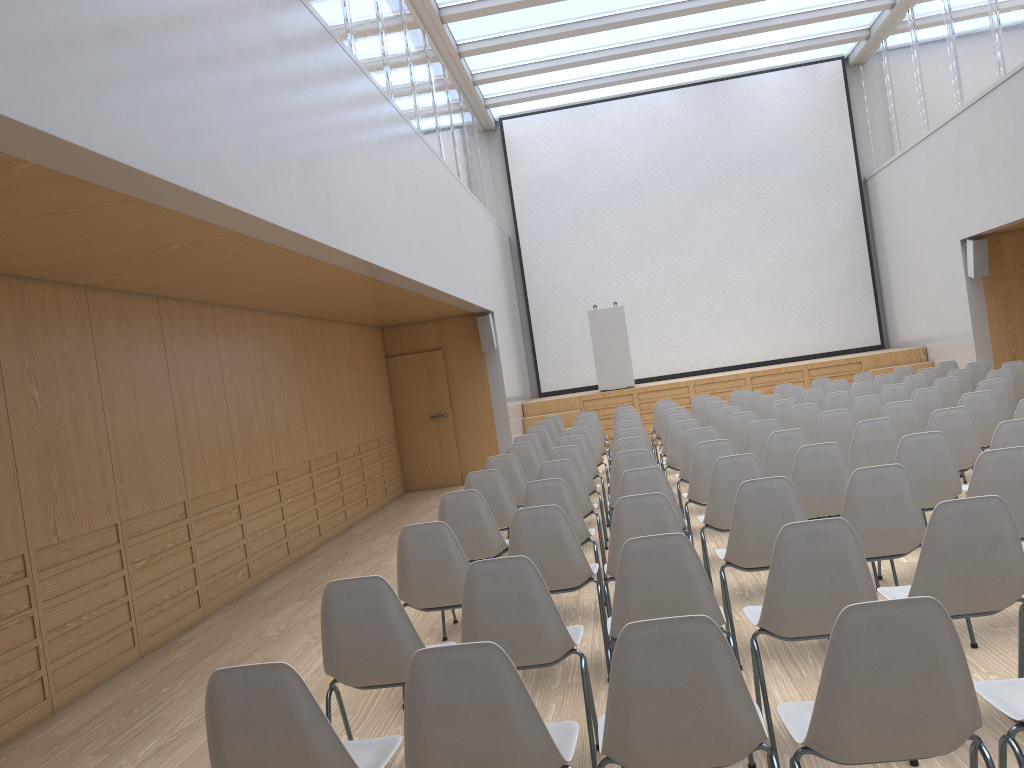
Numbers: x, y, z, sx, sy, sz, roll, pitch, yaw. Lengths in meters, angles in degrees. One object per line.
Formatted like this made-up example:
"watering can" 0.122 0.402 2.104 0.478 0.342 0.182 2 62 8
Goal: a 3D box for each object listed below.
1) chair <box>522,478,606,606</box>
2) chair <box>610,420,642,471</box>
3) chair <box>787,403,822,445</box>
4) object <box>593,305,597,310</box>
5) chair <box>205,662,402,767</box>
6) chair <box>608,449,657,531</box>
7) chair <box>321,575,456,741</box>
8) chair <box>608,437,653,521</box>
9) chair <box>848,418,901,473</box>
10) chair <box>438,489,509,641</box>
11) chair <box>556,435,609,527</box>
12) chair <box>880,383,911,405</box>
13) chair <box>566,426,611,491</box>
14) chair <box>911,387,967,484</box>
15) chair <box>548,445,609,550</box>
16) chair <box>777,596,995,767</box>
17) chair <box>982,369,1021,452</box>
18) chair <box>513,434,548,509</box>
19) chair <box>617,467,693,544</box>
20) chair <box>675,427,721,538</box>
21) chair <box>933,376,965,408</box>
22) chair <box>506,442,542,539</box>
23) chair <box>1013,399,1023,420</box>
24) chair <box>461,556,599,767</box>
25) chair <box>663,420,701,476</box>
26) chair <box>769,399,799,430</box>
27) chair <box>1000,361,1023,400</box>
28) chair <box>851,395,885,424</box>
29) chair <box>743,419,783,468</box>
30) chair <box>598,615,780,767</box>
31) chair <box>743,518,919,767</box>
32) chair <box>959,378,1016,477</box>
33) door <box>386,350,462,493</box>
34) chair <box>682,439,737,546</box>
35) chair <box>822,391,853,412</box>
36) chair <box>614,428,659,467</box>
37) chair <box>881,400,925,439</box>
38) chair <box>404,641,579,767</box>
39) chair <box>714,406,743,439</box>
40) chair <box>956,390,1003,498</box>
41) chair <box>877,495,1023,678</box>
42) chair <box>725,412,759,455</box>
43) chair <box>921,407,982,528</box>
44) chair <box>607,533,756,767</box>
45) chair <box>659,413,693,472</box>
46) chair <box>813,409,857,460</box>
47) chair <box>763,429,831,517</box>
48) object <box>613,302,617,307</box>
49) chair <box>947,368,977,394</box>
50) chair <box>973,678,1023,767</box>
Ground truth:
"chair" 0.280 0.981 5.402 0.479 0.876 0.505 -8 1 7
"chair" 1.257 0.802 9.293 0.479 0.876 0.505 -8 1 7
"chair" 2.691 0.606 8.131 0.479 0.876 0.505 -8 1 7
"object" 1.439 -1.200 15.039 0.166 0.305 0.252 -9 1 -21
"chair" -0.569 1.132 2.484 0.479 0.876 0.505 -8 1 7
"chair" 0.913 0.880 6.332 0.479 0.876 0.505 -8 1 7
"chair" -0.465 1.108 3.378 0.479 0.876 0.505 -8 1 7
"chair" 1.021 0.855 7.308 0.479 0.876 0.505 -8 1 7
"chair" 2.474 0.657 6.084 0.479 0.876 0.505 -8 1 7
"chair" -0.215 1.052 5.443 0.479 0.876 0.505 -8 1 7
"chair" 0.623 0.903 8.363 0.479 0.876 0.505 -8 1 7
"chair" 3.851 0.429 8.979 0.479 0.876 0.505 -8 1 7
"chair" 0.767 0.872 9.370 0.479 0.876 0.505 -8 1 7
"chair" 3.700 0.461 7.971 0.479 0.876 0.505 -8 1 7
"chair" 0.505 0.929 7.388 0.479 0.876 0.505 -8 1 7
"chair" 0.946 0.915 2.263 0.479 0.876 0.505 -8 1 7
"chair" 4.841 0.287 8.888 0.479 0.876 0.505 -8 1 7
"chair" 0.225 0.951 9.377 0.479 0.876 0.505 -8 1 7
"chair" 0.824 0.903 5.277 0.479 0.876 0.505 -8 1 7
"chair" 1.583 0.774 7.268 0.479 0.876 0.505 -8 1 7
"chair" 4.334 0.360 8.901 0.479 0.876 0.505 -8 1 7
"chair" 0.157 0.969 8.447 0.479 0.876 0.505 -8 1 7
"chair" 3.484 0.511 5.983 0.479 0.876 0.505 -8 1 7
"chair" 0.043 1.035 3.358 0.479 0.876 0.505 -8 1 7
"chair" 1.644 0.756 8.239 0.479 0.876 0.505 -8 1 7
"chair" 2.795 0.581 9.066 0.479 0.876 0.505 -8 1 7
"chair" 5.480 0.186 9.789 0.479 0.876 0.505 -8 1 7
"chair" 3.215 0.530 8.049 0.479 0.876 0.505 -8 1 7
"chair" 2.044 0.709 7.143 0.479 0.876 0.505 -8 1 7
"chair" 0.459 0.984 2.370 0.479 0.876 0.505 -8 1 7
"chair" 1.103 0.883 3.230 0.479 0.876 0.505 -8 1 7
"chair" 4.224 0.386 7.887 0.479 0.876 0.505 -8 1 7
"door" -1.313 0.558 13.117 0.873 2.024 0.108 -8 1 7
"chair" 1.440 0.805 6.209 0.479 0.876 0.505 -8 1 7
"chair" 3.324 0.505 9.071 0.479 0.876 0.505 -8 1 7
"chair" 1.144 0.829 8.217 0.479 0.876 0.505 -8 1 7
"chair" 3.064 0.562 7.061 0.479 0.876 0.505 -8 1 7
"chair" -0.047 1.057 2.403 0.479 0.876 0.505 -8 1 7
"chair" 2.268 0.657 9.151 0.479 0.876 0.505 -8 1 7
"chair" 3.605 0.484 6.955 0.479 0.876 0.505 -8 1 7
"chair" 1.622 0.808 3.226 0.479 0.876 0.505 -8 1 7
"chair" 2.155 0.683 8.206 0.479 0.876 0.505 -8 1 7
"chair" 2.974 0.584 6.093 0.479 0.876 0.505 -8 1 7
"chair" 0.590 0.956 3.361 0.479 0.876 0.505 -8 1 7
"chair" 1.768 0.729 9.190 0.479 0.876 0.505 -8 1 7
"chair" 2.598 0.629 7.135 0.479 0.876 0.505 -8 1 7
"chair" 1.930 0.734 6.191 0.479 0.876 0.505 -8 1 7
"object" 1.781 -1.249 14.998 0.166 0.305 0.252 -9 1 -21
"chair" 4.950 0.262 9.881 0.479 0.876 0.505 -8 1 7
"chair" 1.468 0.840 2.219 0.479 0.876 0.505 -8 1 7
